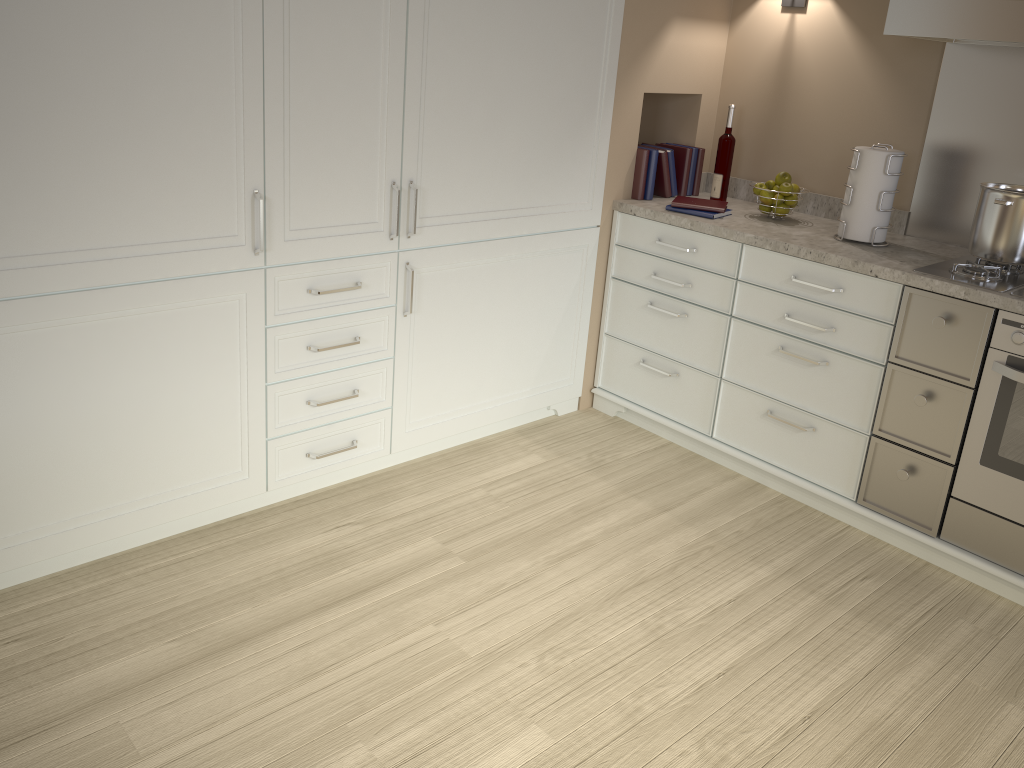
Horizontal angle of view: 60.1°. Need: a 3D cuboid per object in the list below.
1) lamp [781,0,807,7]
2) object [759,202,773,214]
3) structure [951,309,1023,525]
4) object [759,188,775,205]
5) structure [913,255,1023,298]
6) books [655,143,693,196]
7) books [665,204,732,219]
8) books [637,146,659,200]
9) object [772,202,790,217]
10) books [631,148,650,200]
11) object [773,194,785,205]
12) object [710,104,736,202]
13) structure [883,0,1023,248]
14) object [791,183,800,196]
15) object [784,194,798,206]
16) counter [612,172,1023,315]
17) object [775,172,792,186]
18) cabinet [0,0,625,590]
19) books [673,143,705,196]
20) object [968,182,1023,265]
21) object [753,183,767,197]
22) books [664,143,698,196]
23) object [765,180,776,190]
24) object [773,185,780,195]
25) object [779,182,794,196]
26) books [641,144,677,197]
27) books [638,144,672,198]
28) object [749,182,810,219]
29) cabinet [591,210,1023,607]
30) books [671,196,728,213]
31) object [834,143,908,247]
[{"bbox_3d":[0.953,-1.455,3.074,0.193,0.253,0.172,-13,26,-41],"label":"lamp"},{"bbox_3d":[0.894,-0.622,3.112,0.048,0.047,0.049,-8,23,-31],"label":"object"},{"bbox_3d":[1.614,0.138,2.387,0.584,0.681,0.549,-13,26,-41],"label":"structure"},{"bbox_3d":[0.886,-0.648,3.063,0.058,0.057,0.059,9,20,12],"label":"object"},{"bbox_3d":[1.619,-0.200,2.248,0.401,0.031,1.064,-14,28,-40],"label":"structure"},{"bbox_3d":[0.621,-0.837,3.447,0.033,0.179,0.167,-12,25,-41],"label":"books"},{"bbox_3d":[0.658,-0.611,3.106,0.185,0.017,0.166,20,26,33],"label":"books"},{"bbox_3d":[0.467,-0.791,3.296,0.033,0.179,0.167,-12,25,-41],"label":"books"},{"bbox_3d":[0.935,-0.610,3.075,0.061,0.055,0.061,5,20,1],"label":"object"},{"bbox_3d":[0.432,-0.788,3.287,0.033,0.179,0.167,-12,25,-41],"label":"books"},{"bbox_3d":[0.915,-0.633,3.036,0.039,0.039,0.040,19,25,35],"label":"object"},{"bbox_3d":[0.790,-0.851,3.279,0.062,0.358,0.063,-1,19,-17],"label":"object"},{"bbox_3d":[1.758,-0.964,2.076,0.450,1.642,1.582,-12,26,-41],"label":"structure"},{"bbox_3d":[0.976,-0.670,3.075,0.050,0.053,0.056,10,21,14],"label":"object"},{"bbox_3d":[0.958,-0.635,3.042,0.047,0.044,0.048,-11,25,-37],"label":"object"},{"bbox_3d":[1.662,-0.218,2.284,0.583,0.111,3.903,-14,28,-40],"label":"counter"},{"bbox_3d":[0.943,-0.710,3.072,0.055,0.055,0.056,-13,27,-41],"label":"object"},{"bbox_3d":[-0.617,-0.838,2.500,2.362,2.288,0.621,-14,26,-41],"label":"cabinet"},{"bbox_3d":[0.677,-0.845,3.481,0.033,0.179,0.167,-12,25,-41],"label":"books"},{"bbox_3d":[1.440,-0.463,2.559,0.201,0.202,0.205,6,20,3],"label":"object"},{"bbox_3d":[0.868,-0.680,3.095,0.048,0.047,0.048,8,20,8],"label":"object"},{"bbox_3d":[0.647,-0.843,3.467,0.033,0.179,0.167,-12,25,-41],"label":"books"},{"bbox_3d":[0.909,-0.694,3.105,0.040,0.042,0.045,-6,23,-27],"label":"object"},{"bbox_3d":[0.922,-0.668,3.060,0.040,0.037,0.041,11,21,16],"label":"object"},{"bbox_3d":[0.937,-0.665,3.021,0.047,0.044,0.048,-13,27,-40],"label":"object"},{"bbox_3d":[0.556,-0.818,3.385,0.092,0.178,0.167,-12,26,-41],"label":"books"},{"bbox_3d":[0.532,-0.811,3.364,0.091,0.179,0.168,-11,25,-38],"label":"books"},{"bbox_3d":[0.927,-0.635,3.097,0.206,0.107,0.211,5,21,1],"label":"object"},{"bbox_3d":[1.631,0.187,2.432,0.647,0.776,3.255,-13,27,-40],"label":"cabinet"},{"bbox_3d":[0.663,-0.633,3.116,0.183,0.017,0.168,11,22,15],"label":"books"},{"bbox_3d":[1.135,-0.603,2.798,0.170,0.297,0.165,15,22,28],"label":"object"}]
